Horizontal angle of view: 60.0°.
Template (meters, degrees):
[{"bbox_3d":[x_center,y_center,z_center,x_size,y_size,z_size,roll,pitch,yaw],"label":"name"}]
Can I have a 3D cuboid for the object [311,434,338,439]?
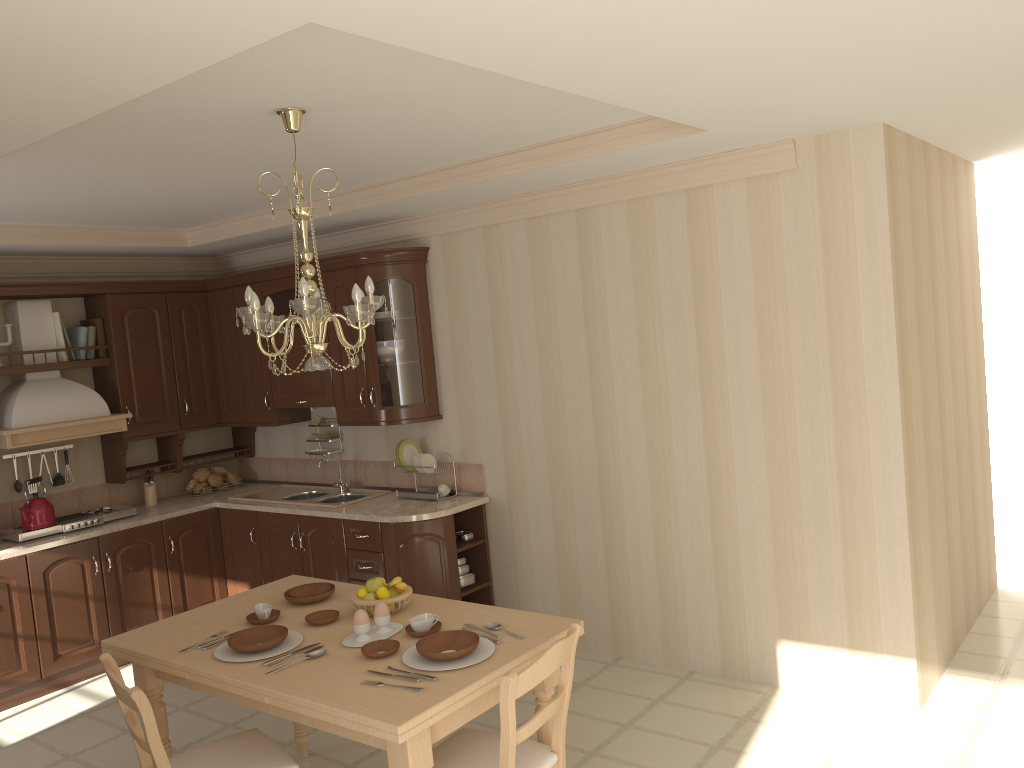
[{"bbox_3d":[-1.241,0.345,5.865,0.174,0.051,0.167,-2,5,38],"label":"object"}]

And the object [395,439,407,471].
[{"bbox_3d":[-0.636,0.430,5.360,0.047,0.188,0.193,-2,5,39],"label":"object"}]

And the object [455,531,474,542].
[{"bbox_3d":[-0.279,0.889,5.173,0.084,0.045,0.120,-8,5,-41],"label":"object"}]

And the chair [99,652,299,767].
[{"bbox_3d":[-1.029,1.290,2.962,0.517,0.846,0.462,-8,5,-35],"label":"chair"}]

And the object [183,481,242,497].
[{"bbox_3d":[-2.105,0.732,6.242,0.199,0.060,0.364,-2,5,38],"label":"object"}]

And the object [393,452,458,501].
[{"bbox_3d":[-0.520,0.540,5.281,0.359,0.275,0.172,-2,5,39],"label":"object"}]

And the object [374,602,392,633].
[{"bbox_3d":[-0.458,0.817,3.121,0.058,0.104,0.058,-4,4,16],"label":"object"}]

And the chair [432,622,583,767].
[{"bbox_3d":[-0.053,1.211,2.815,0.517,0.846,0.462,-3,4,31],"label":"chair"}]

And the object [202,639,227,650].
[{"bbox_3d":[-1.010,0.914,3.179,0.022,0.008,0.218,-2,5,40],"label":"object"}]

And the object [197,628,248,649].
[{"bbox_3d":[-1.041,0.915,3.200,0.018,0.008,0.212,-2,5,37],"label":"object"}]

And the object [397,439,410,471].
[{"bbox_3d":[-0.622,0.429,5.349,0.047,0.188,0.193,-2,5,39],"label":"object"}]

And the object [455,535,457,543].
[{"bbox_3d":[-0.380,0.902,5.114,0.120,0.045,0.084,-4,4,24],"label":"object"}]

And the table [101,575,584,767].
[{"bbox_3d":[-0.610,1.269,3.205,1.567,0.774,0.900,-2,5,38],"label":"table"}]

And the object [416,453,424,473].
[{"bbox_3d":[-0.524,0.473,5.276,0.034,0.119,0.123,-2,5,40],"label":"object"}]

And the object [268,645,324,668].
[{"bbox_3d":[-0.713,0.904,2.946,0.022,0.004,0.216,-2,5,43],"label":"object"}]

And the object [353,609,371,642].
[{"bbox_3d":[-0.519,0.827,3.056,0.058,0.104,0.058,-4,4,16],"label":"object"}]

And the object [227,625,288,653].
[{"bbox_3d":[-0.878,0.889,3.071,0.204,0.042,0.204,-2,5,38],"label":"object"}]

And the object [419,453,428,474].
[{"bbox_3d":[-0.507,0.472,5.263,0.034,0.119,0.123,-2,5,38],"label":"object"}]

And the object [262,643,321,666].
[{"bbox_3d":[-0.738,0.903,2.971,0.023,0.008,0.221,-2,5,43],"label":"object"}]

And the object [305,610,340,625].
[{"bbox_3d":[-0.702,0.870,3.287,0.127,0.026,0.126,-5,4,3],"label":"object"}]

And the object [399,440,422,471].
[{"bbox_3d":[-0.608,0.429,5.337,0.047,0.188,0.193,-2,5,39],"label":"object"}]

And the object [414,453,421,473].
[{"bbox_3d":[-0.540,0.474,5.289,0.034,0.119,0.123,-2,5,38],"label":"object"}]

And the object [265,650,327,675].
[{"bbox_3d":[-0.698,0.904,2.883,0.219,0.011,0.047,-9,5,-43],"label":"object"}]

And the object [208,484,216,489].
[{"bbox_3d":[-2.111,0.706,6.284,0.098,0.094,0.114,-4,4,18],"label":"object"}]

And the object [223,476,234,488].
[{"bbox_3d":[-2.048,0.695,6.350,0.125,0.100,0.091,-3,4,33],"label":"object"}]

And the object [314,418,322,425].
[{"bbox_3d":[-1.294,0.248,5.942,0.044,0.051,0.049,-5,4,6],"label":"object"}]

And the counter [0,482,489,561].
[{"bbox_3d":[-1.880,0.846,4.865,2.422,0.034,2.603,-2,5,38],"label":"counter"}]

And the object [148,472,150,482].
[{"bbox_3d":[-2.446,0.670,5.981,0.016,0.158,0.051,-5,4,1],"label":"object"}]

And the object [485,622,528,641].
[{"bbox_3d":[-0.022,0.835,2.996,0.047,0.011,0.219,-8,5,-36],"label":"object"}]

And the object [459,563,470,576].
[{"bbox_3d":[-0.319,1.073,5.155,0.106,0.057,0.152,-8,5,-41],"label":"object"}]

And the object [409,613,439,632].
[{"bbox_3d":[-0.300,0.831,3.065,0.119,0.055,0.063,-8,5,-38],"label":"object"}]

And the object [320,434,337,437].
[{"bbox_3d":[-1.240,0.342,5.866,0.174,0.051,0.167,-2,5,38],"label":"object"}]

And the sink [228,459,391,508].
[{"bbox_3d":[-1.323,0.655,5.701,1.077,0.348,0.448,-2,5,38],"label":"sink"}]

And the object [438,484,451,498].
[{"bbox_3d":[-0.400,0.628,5.252,0.073,0.072,0.085,-5,4,2],"label":"object"}]

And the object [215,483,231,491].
[{"bbox_3d":[-2.049,0.725,6.276,0.105,0.060,0.103,-3,4,33],"label":"object"}]

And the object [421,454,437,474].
[{"bbox_3d":[-0.491,0.472,5.249,0.034,0.119,0.123,-2,5,38],"label":"object"}]

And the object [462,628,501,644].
[{"bbox_3d":[-0.109,0.845,2.981,0.023,0.008,0.221,-8,5,-37],"label":"object"}]

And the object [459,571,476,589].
[{"bbox_3d":[-0.313,1.132,5.158,0.145,0.077,0.208,-8,5,-41],"label":"object"}]

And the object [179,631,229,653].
[{"bbox_3d":[-1.105,0.924,3.184,0.028,0.004,0.218,-3,4,28],"label":"object"}]

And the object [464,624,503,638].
[{"bbox_3d":[-0.102,0.842,3.033,0.022,0.004,0.216,-8,5,-36],"label":"object"}]

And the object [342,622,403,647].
[{"bbox_3d":[-0.483,0.873,3.085,0.157,0.005,0.245,-3,4,35],"label":"object"}]

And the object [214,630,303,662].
[{"bbox_3d":[-0.875,0.908,3.071,0.299,0.009,0.299,-2,5,36],"label":"object"}]

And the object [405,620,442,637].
[{"bbox_3d":[-0.304,0.848,3.061,0.127,0.026,0.126,-3,4,29],"label":"object"}]

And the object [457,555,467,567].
[{"bbox_3d":[-0.323,1.026,5.152,0.084,0.045,0.120,-8,5,-41],"label":"object"}]

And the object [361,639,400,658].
[{"bbox_3d":[-0.429,0.870,2.900,0.127,0.026,0.126,-3,4,29],"label":"object"}]

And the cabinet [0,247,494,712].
[{"bbox_3d":[-2.103,0.542,4.613,2.436,2.313,3.226,-2,5,38],"label":"cabinet"}]

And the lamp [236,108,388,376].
[{"bbox_3d":[-0.718,-0.529,3.056,0.502,0.982,0.501,-5,4,8],"label":"lamp"}]

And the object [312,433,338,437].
[{"bbox_3d":[-1.240,0.339,5.866,0.174,0.051,0.167,-2,5,38],"label":"object"}]
